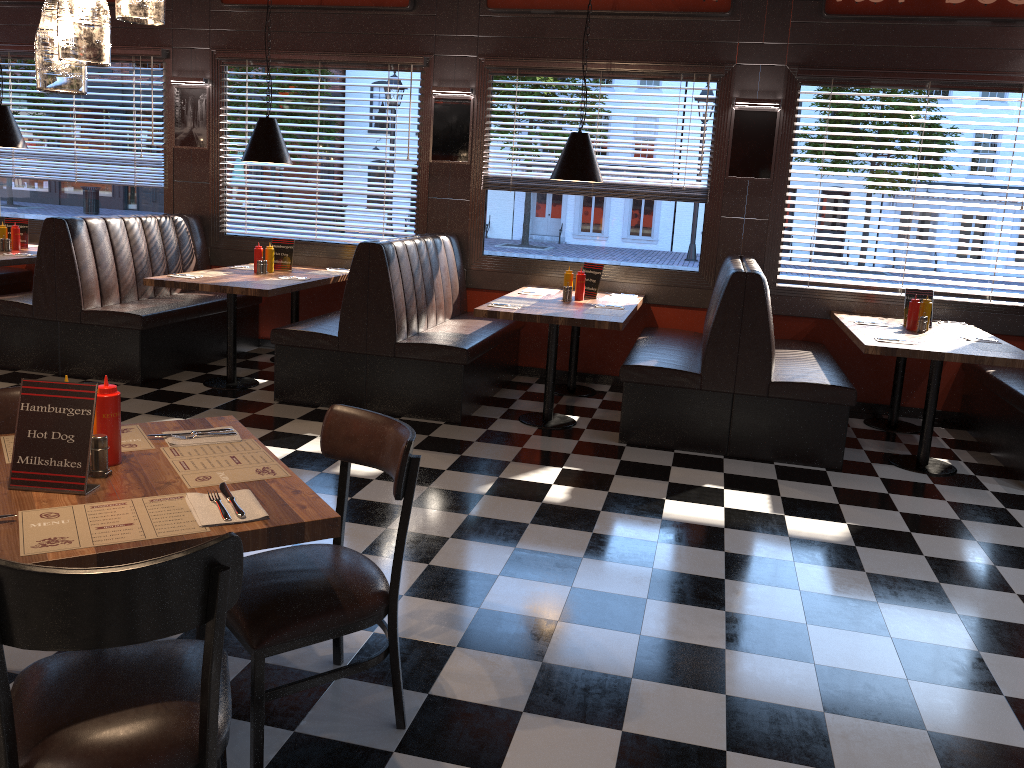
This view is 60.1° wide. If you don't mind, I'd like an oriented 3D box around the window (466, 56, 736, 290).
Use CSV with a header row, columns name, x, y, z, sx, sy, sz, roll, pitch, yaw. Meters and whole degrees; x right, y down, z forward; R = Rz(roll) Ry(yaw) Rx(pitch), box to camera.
name,x,y,z,sx,sy,sz,roll,pitch,yaw
window,0.668,-1.700,7.108,2.029,1.701,0.128,6,10,12

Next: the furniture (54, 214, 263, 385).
name,x,y,z,sx,sy,sz,roll,pitch,yaw
furniture,-2.746,-0.757,7.125,0.706,1.145,1.722,6,12,12

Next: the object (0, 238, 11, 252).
name,x,y,z,sx,sy,sz,roll,pitch,yaw
object,-4.228,-1.172,7.378,0.093,0.135,0.047,0,11,-17

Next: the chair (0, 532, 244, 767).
name,x,y,z,sx,sy,sz,roll,pitch,yaw
chair,-0.829,0.676,1.862,0.486,0.861,0.549,0,12,-20

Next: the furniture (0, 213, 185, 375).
name,x,y,z,sx,sy,sz,roll,pitch,yaw
furniture,-3.432,-0.832,7.276,0.706,1.145,1.722,6,12,12

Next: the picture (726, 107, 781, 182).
name,x,y,z,sx,sy,sz,roll,pitch,yaw
picture,1.832,-1.823,6.743,0.351,0.532,0.012,6,10,12

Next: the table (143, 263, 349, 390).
name,x,y,z,sx,sy,sz,roll,pitch,yaw
table,-1.945,-0.480,6.972,0.957,0.768,1.704,6,12,12

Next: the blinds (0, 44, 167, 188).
name,x,y,z,sx,sy,sz,roll,pitch,yaw
blinds,-3.965,-2.425,8.011,1.870,1.196,0.101,6,10,12

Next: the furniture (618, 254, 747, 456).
name,x,y,z,sx,sy,sz,roll,pitch,yaw
furniture,1.212,-0.320,6.256,0.706,1.145,1.722,6,12,12

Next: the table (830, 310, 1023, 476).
name,x,y,z,sx,sy,sz,roll,pitch,yaw
table,2.696,0.032,5.952,0.957,0.768,1.704,6,12,12

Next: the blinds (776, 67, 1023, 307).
name,x,y,z,sx,sy,sz,roll,pitch,yaw
blinds,2.976,-1.449,6.520,1.870,1.622,0.100,6,10,12

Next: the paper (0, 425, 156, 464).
name,x,y,z,sx,sy,sz,roll,pitch,yaw
paper,-1.223,0.165,2.494,0.366,0.001,0.263,-5,15,-32

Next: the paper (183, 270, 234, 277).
name,x,y,z,sx,sy,sz,roll,pitch,yaw
paper,-2.299,-0.834,6.694,0.261,0.001,0.368,6,13,13

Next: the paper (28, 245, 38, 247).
name,x,y,z,sx,sy,sz,roll,pitch,yaw
paper,-4.422,-1.231,7.893,0.261,0.001,0.368,6,13,10

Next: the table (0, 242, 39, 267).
name,x,y,z,sx,sy,sz,roll,pitch,yaw
table,-4.253,-0.734,7.479,0.957,0.768,1.704,6,12,12

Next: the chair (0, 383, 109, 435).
name,x,y,z,sx,sy,sz,roll,pitch,yaw
chair,-1.383,0.472,2.626,0.487,0.861,0.548,-5,14,-37

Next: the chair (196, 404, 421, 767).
name,x,y,z,sx,sy,sz,roll,pitch,yaw
chair,-0.566,0.543,2.533,0.545,0.861,0.489,-5,13,-37

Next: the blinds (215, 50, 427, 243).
name,x,y,z,sx,sy,sz,roll,pitch,yaw
blinds,-1.654,-2.000,7.531,1.870,1.541,0.101,6,10,12

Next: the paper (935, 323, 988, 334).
name,x,y,z,sx,sy,sz,roll,pitch,yaw
paper,3.134,-0.387,6.187,0.261,0.001,0.368,6,13,12

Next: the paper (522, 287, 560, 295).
name,x,y,z,sx,sy,sz,roll,pitch,yaw
paper,0.225,-0.728,6.916,0.261,0.001,0.368,6,13,10

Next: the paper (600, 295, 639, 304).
name,x,y,z,sx,sy,sz,roll,pitch,yaw
paper,0.810,-0.637,6.671,0.261,0.001,0.368,7,13,13

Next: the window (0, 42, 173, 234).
name,x,y,z,sx,sy,sz,roll,pitch,yaw
window,-3.976,-2.213,8.128,2.029,1.701,0.128,6,10,12

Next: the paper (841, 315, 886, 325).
name,x,y,z,sx,sy,sz,roll,pitch,yaw
paper,2.514,-0.463,6.358,0.261,0.001,0.368,6,13,12

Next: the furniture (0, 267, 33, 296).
name,x,y,z,sx,sy,sz,roll,pitch,yaw
furniture,-5.068,-1.013,7.636,0.706,1.145,1.722,6,12,12

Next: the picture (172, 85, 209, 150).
name,x,y,z,sx,sy,sz,roll,pitch,yaw
picture,-2.814,-2.336,7.763,0.351,0.532,0.012,6,10,12

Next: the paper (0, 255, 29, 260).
name,x,y,z,sx,sy,sz,roll,pitch,yaw
paper,-4.008,-0.988,6.915,0.261,0.001,0.368,7,13,14

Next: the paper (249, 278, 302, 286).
name,x,y,z,sx,sy,sz,roll,pitch,yaw
paper,-1.711,-0.745,6.456,0.261,0.001,0.368,6,13,10

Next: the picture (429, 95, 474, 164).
name,x,y,z,sx,sy,sz,roll,pitch,yaw
picture,-0.497,-2.080,7.254,0.351,0.532,0.012,6,10,12

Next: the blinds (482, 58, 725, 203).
name,x,y,z,sx,sy,sz,roll,pitch,yaw
blinds,0.670,-1.996,6.979,1.870,1.031,0.100,6,10,12

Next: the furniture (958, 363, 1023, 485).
name,x,y,z,sx,sy,sz,roll,pitch,yaw
furniture,3.543,-0.063,5.744,0.706,1.145,1.722,6,12,12

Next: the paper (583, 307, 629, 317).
name,x,y,z,sx,sy,sz,roll,pitch,yaw
paper,0.630,-0.485,5.934,0.261,0.001,0.368,7,13,14

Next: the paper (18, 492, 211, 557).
name,x,y,z,sx,sy,sz,roll,pitch,yaw
paper,-0.883,0.304,1.963,0.365,0.001,0.263,-4,14,-29

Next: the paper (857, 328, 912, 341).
name,x,y,z,sx,sy,sz,roll,pitch,yaw
paper,2.375,-0.318,5.667,0.261,0.001,0.368,6,13,11

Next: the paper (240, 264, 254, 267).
name,x,y,z,sx,sy,sz,roll,pitch,yaw
paper,-2.128,-0.988,7.433,0.261,0.001,0.368,7,13,13

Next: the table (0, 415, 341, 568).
name,x,y,z,sx,sy,sz,roll,pitch,yaw
table,-1.082,0.614,2.286,0.957,0.768,0.967,-4,14,-32

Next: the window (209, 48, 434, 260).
name,x,y,z,sx,sy,sz,roll,pitch,yaw
window,-1.654,-1.957,7.618,2.029,1.701,0.128,6,10,12

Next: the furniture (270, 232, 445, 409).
name,x,y,z,sx,sy,sz,roll,pitch,yaw
furniture,-1.110,-0.576,6.766,0.706,1.145,1.722,6,12,12

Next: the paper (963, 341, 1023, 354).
name,x,y,z,sx,sy,sz,roll,pitch,yaw
paper,2.942,-0.224,5.401,0.261,0.001,0.368,5,13,8

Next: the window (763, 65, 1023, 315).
name,x,y,z,sx,sy,sz,roll,pitch,yaw
window,2.990,-1.444,6.597,2.029,1.701,0.128,6,10,12

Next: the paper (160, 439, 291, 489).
name,x,y,z,sx,sy,sz,roll,pitch,yaw
paper,-0.785,0.211,2.410,0.261,0.001,0.368,-4,15,-31

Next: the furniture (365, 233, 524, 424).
name,x,y,z,sx,sy,sz,roll,pitch,yaw
furniture,-0.424,-0.501,6.615,0.706,1.145,1.722,6,12,12

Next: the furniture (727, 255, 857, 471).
name,x,y,z,sx,sy,sz,roll,pitch,yaw
furniture,1.898,-0.244,6.105,0.706,1.145,1.722,6,12,12

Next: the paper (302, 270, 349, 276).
name,x,y,z,sx,sy,sz,roll,pitch,yaw
paper,-1.515,-0.907,7.240,0.261,0.001,0.368,7,13,14

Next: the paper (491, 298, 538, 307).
name,x,y,z,sx,sy,sz,roll,pitch,yaw
paper,0.019,-0.567,6.135,0.261,0.001,0.368,7,13,14

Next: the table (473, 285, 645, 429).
name,x,y,z,sx,sy,sz,roll,pitch,yaw
table,0.389,-0.222,6.459,0.957,0.768,1.704,6,12,12
